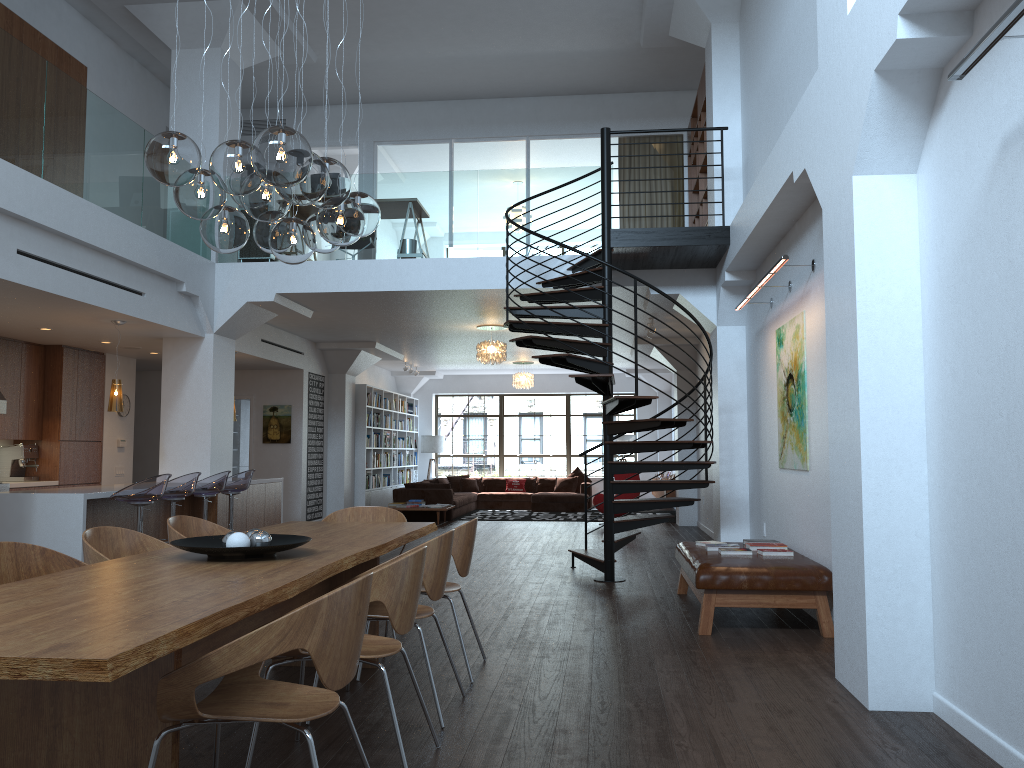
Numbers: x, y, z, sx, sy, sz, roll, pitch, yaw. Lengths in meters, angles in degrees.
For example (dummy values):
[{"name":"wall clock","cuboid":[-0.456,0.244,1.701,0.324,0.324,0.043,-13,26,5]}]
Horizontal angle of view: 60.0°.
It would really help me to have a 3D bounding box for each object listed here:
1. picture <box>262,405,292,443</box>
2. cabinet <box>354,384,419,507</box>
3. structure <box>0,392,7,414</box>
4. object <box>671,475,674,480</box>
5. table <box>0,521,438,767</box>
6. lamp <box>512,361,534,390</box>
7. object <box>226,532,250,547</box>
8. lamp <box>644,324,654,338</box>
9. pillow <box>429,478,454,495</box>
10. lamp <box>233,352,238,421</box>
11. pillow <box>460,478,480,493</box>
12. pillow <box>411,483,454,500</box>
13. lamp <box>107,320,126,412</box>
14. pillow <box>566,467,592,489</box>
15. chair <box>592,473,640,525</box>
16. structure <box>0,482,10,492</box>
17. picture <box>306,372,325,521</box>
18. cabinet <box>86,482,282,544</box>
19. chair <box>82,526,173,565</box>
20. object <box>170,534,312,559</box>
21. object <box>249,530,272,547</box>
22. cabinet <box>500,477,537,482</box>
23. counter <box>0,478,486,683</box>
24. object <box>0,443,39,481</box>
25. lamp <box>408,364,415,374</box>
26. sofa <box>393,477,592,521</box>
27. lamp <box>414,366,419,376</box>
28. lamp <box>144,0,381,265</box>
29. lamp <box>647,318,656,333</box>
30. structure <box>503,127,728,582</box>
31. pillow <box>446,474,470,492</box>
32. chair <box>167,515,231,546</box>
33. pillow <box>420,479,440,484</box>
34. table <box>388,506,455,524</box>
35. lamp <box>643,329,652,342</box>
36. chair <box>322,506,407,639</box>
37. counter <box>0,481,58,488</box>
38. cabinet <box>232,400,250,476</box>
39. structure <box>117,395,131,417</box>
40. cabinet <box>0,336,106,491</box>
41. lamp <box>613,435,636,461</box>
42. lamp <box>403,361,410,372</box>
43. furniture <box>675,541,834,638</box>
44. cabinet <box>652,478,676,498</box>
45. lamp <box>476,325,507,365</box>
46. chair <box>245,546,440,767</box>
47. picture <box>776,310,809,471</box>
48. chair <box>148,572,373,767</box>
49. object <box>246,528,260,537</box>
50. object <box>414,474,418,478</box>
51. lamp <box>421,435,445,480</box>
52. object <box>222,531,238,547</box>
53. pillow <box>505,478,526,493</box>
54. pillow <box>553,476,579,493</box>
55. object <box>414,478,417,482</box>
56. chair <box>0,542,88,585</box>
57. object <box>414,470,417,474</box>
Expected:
[{"name":"picture","cuboid":[-3.690,0.633,13.924,0.450,0.600,0.030,0,-4,6]},{"name":"cabinet","cuboid":[-2.595,1.377,17.984,0.461,2.414,4.500,0,-4,6]},{"name":"structure","cuboid":[-5.894,0.510,9.415,0.529,1.110,0.811,0,-4,6]},{"name":"object","cuboid":[3.272,1.907,18.044,0.089,0.110,0.089,4,-6,-39]},{"name":"table","cuboid":[-1.177,1.121,3.834,1.012,0.750,3.803,0,-4,6]},{"name":"lamp","cuboid":[0.225,-0.162,17.726,0.442,0.539,0.441,4,-6,-42]},{"name":"object","cuboid":[-1.166,0.682,3.778,0.100,0.100,0.100,4,-6,-39]},{"name":"lamp","cuboid":[1.940,-0.742,12.444,0.120,0.211,0.111,3,-5,-35]},{"name":"pillow","cuboid":[-1.405,2.063,17.643,0.325,0.391,0.625,-2,-5,22]},{"name":"lamp","cuboid":[-3.641,0.033,11.501,0.149,0.900,0.149,4,-6,-39]},{"name":"pillow","cuboid":[-0.938,2.179,19.121,0.489,0.337,0.238,2,-5,-25]},{"name":"pillow","cuboid":[-1.433,1.953,15.946,0.750,0.364,0.289,0,-4,5]},{"name":"lamp","cuboid":[-2.963,-0.554,9.783,2.842,1.807,0.149,4,-6,-45]},{"name":"pillow","cuboid":[1.368,2.074,19.080,0.651,0.587,0.335,1,-5,-15]},{"name":"chair","cuboid":[1.758,1.840,14.841,0.801,1.006,0.798,-3,-5,31]},{"name":"structure","cuboid":[-5.827,1.510,9.331,0.662,0.919,0.811,0,-4,6]},{"name":"picture","cuboid":[-3.204,1.024,14.500,0.021,2.380,0.800,0,-4,6]},{"name":"cabinet","cuboid":[-3.738,1.533,9.588,0.898,0.796,4.493,0,-4,6]},{"name":"chair","cuboid":[-1.756,1.115,4.292,0.618,0.833,0.629,0,-4,6]},{"name":"object","cuboid":[-1.177,0.714,3.870,0.592,0.066,0.592,3,-5,-36]},{"name":"object","cuboid":[-1.092,0.685,3.846,0.100,0.100,0.100,4,-6,-39]},{"name":"cabinet","cuboid":[0.478,2.429,20.001,1.520,0.625,0.350,0,-4,6]},{"name":"counter","cuboid":[-2.994,1.379,7.885,3.039,0.860,8.182,2,-5,-23]},{"name":"object","cuboid":[-5.786,0.932,10.518,0.439,0.455,0.284,0,-4,6]},{"name":"lamp","cuboid":[-2.050,-0.309,18.047,0.120,0.211,0.111,3,-5,-35]},{"name":"sofa","cuboid":[-0.185,2.221,17.563,3.481,0.664,4.197,0,-4,6]},{"name":"lamp","cuboid":[-1.997,-0.269,18.561,0.120,0.211,0.111,2,-5,-20]},{"name":"lamp","cuboid":[-1.150,-1.697,4.368,0.849,2.140,1.787,0,-4,5]},{"name":"lamp","cuboid":[1.886,-0.781,11.930,0.120,0.211,0.111,2,-5,-20]},{"name":"structure","cuboid":[0.917,-0.326,8.510,1.998,4.352,1.998,3,-5,-33]},{"name":"pillow","cuboid":[-1.118,2.170,19.237,0.580,0.418,0.334,2,-5,-21]},{"name":"chair","cuboid":[-1.659,1.174,5.064,0.618,0.833,0.629,0,-4,4]},{"name":"pillow","cuboid":[-1.444,1.931,16.217,0.269,0.411,0.559,3,-6,-38]},{"name":"table","cuboid":[-1.585,2.233,15.149,1.100,0.271,0.853,0,-4,6]},{"name":"lamp","cuboid":[1.992,-0.703,12.946,0.111,0.211,0.120,-4,-6,40]},{"name":"chair","cuboid":[-0.982,1.227,5.747,0.629,0.833,0.618,0,-4,1]},{"name":"counter","cuboid":[-5.948,1.018,8.464,0.600,0.050,4.387,0,-4,6]},{"name":"cabinet","cuboid":[-5.262,0.903,15.558,0.527,2.991,2.630,0,-4,6]},{"name":"structure","cuboid":[-5.264,0.293,12.012,0.040,0.300,0.300,0,-4,6]},{"name":"cabinet","cuboid":[-5.901,0.639,8.949,0.598,2.499,5.299,0,-4,6]},{"name":"lamp","cuboid":[2.474,1.923,19.663,0.545,1.579,0.545,-1,-5,17]},{"name":"lamp","cuboid":[-2.102,-0.347,17.545,0.111,0.211,0.120,-4,-6,40]},{"name":"furniture","cuboid":[1.755,1.488,6.681,0.907,0.453,1.819,0,-4,6]},{"name":"cabinet","cuboid":[3.087,2.084,17.345,0.459,0.350,4.501,0,-4,6]},{"name":"lamp","cuboid":[-0.292,-0.549,12.706,0.442,0.539,0.441,4,-6,-42]},{"name":"chair","cuboid":[-0.624,1.047,3.416,0.618,0.833,0.629,0,-4,6]},{"name":"picture","cuboid":[2.255,0.086,7.169,0.010,1.200,1.095,0,-4,6]},{"name":"chair","cuboid":[-0.717,0.988,2.644,0.618,0.833,0.629,0,-4,6]},{"name":"object","cuboid":[-1.140,0.692,3.936,0.100,0.100,0.100,4,-6,-39]},{"name":"object","cuboid":[-2.315,2.070,19.935,0.331,0.088,0.410,0,-4,6]},{"name":"lamp","cuboid":[-1.806,1.967,20.205,0.545,1.579,0.545,0,-4,-5]},{"name":"object","cuboid":[-1.214,0.692,3.869,0.100,0.100,0.100,4,-6,-39]},{"name":"pillow","cuboid":[0.081,2.198,19.157,0.465,0.308,0.220,0,-4,2]},{"name":"pillow","cuboid":[1.146,2.145,18.931,0.542,0.362,0.248,-2,-5,27]},{"name":"object","cuboid":[-2.315,2.158,19.928,0.331,0.088,0.410,0,-4,6]},{"name":"chair","cuboid":[-1.834,1.057,3.534,0.618,0.833,0.629,0,-4,6]},{"name":"object","cuboid":[-2.322,1.983,19.943,0.316,0.088,0.410,0,-4,6]}]
